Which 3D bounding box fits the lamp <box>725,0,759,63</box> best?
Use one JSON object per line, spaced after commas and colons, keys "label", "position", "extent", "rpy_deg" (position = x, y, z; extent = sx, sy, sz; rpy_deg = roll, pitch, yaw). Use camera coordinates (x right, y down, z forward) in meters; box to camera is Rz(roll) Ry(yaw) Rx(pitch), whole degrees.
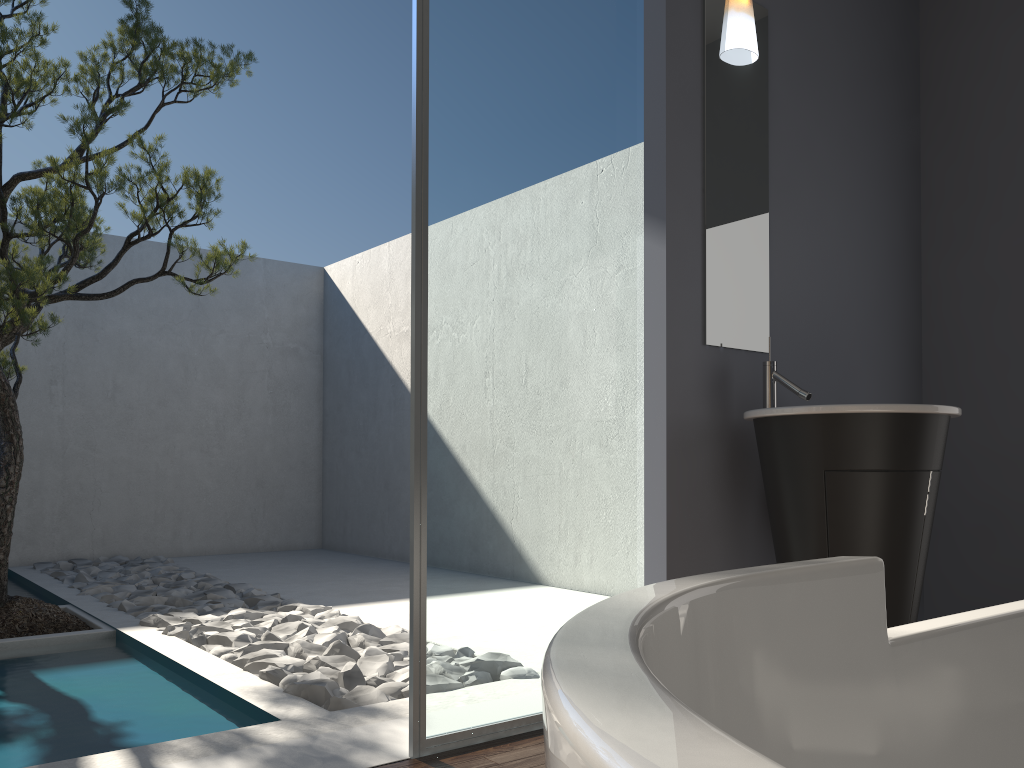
{"label": "lamp", "position": [0.825, -1.271, 3.127], "extent": [0.157, 0.213, 0.057], "rpy_deg": [2, -2, -38]}

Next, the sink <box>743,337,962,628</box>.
{"label": "sink", "position": [1.072, 0.439, 2.817], "extent": [0.647, 1.247, 0.648], "rpy_deg": [-1, -3, 34]}

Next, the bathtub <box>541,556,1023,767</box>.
{"label": "bathtub", "position": [0.930, 0.504, 0.720], "extent": [2.102, 0.709, 0.915], "rpy_deg": [4, -5, -38]}

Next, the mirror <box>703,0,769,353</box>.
{"label": "mirror", "position": [0.799, -0.756, 3.139], "extent": [0.355, 1.267, 0.012], "rpy_deg": [1, -2, -38]}

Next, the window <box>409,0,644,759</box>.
{"label": "window", "position": [0.471, -0.417, 3.028], "extent": [1.887, 2.995, 0.021], "rpy_deg": [2, -2, -38]}

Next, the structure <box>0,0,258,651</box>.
{"label": "structure", "position": [-2.737, -0.308, 4.081], "extent": [2.591, 3.461, 2.523], "rpy_deg": [3, -4, -45]}
